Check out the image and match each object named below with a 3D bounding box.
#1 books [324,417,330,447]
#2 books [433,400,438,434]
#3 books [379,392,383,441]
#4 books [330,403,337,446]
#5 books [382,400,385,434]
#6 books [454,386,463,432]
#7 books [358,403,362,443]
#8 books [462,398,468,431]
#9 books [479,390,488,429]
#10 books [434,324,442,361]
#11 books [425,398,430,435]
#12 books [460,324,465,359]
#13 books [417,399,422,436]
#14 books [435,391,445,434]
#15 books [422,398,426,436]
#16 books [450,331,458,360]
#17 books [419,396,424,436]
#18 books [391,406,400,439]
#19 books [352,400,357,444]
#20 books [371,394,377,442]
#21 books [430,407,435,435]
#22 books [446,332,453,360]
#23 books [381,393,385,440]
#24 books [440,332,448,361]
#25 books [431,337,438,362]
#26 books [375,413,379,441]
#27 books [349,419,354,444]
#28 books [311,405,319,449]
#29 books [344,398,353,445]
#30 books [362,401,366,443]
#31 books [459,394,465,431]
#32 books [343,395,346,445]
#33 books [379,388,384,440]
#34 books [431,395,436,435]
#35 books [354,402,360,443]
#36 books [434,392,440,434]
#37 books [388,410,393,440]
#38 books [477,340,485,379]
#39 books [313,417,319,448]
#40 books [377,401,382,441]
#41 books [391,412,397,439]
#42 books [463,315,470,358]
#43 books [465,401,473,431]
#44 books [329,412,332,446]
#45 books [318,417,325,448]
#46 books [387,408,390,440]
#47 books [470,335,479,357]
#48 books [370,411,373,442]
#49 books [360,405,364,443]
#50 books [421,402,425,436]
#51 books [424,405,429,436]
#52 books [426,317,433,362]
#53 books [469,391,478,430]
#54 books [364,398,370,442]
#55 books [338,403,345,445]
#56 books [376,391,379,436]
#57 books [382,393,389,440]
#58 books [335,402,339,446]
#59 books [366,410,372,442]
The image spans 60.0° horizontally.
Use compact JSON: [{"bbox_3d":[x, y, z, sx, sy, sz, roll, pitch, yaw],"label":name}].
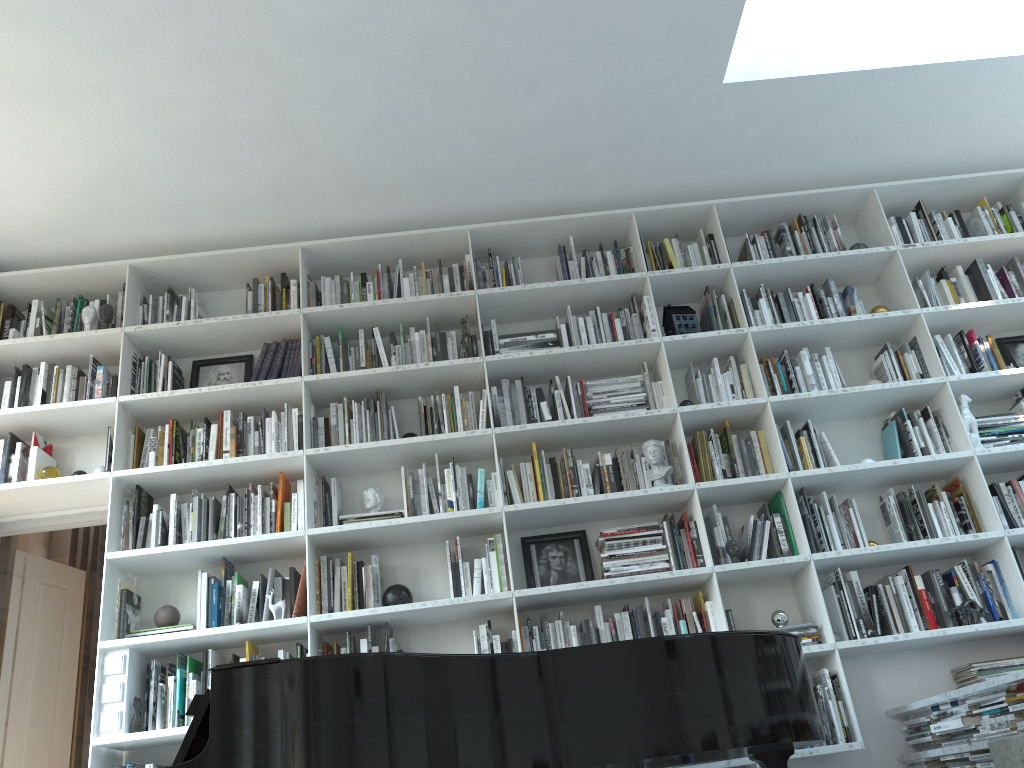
[{"bbox_3d":[-0.858,0.286,4.180,0.024,0.218,0.140,-6,-26,-3],"label":"books"},{"bbox_3d":[-0.352,0.213,4.172,0.006,0.215,0.182,-6,-26,-3],"label":"books"},{"bbox_3d":[-0.610,0.211,4.207,0.005,0.314,0.158,-6,-26,-3],"label":"books"},{"bbox_3d":[-0.825,0.246,4.176,0.026,0.278,0.151,-6,-26,-3],"label":"books"},{"bbox_3d":[-0.593,0.221,4.195,0.004,0.283,0.167,-6,-26,-3],"label":"books"},{"bbox_3d":[-0.247,0.178,4.205,0.022,0.283,0.191,-6,-26,-3],"label":"books"},{"bbox_3d":[-0.703,0.243,4.185,0.010,0.260,0.170,-6,-26,-3],"label":"books"},{"bbox_3d":[-0.217,0.204,4.204,0.011,0.228,0.166,-6,-26,-3],"label":"books"},{"bbox_3d":[-0.134,0.178,4.182,0.064,0.236,0.209,-6,-26,-3],"label":"books"},{"bbox_3d":[-0.354,-0.135,4.379,0.022,0.289,0.147,-6,-26,-3],"label":"books"},{"bbox_3d":[-0.388,0.208,4.175,0.005,0.235,0.179,-6,-26,-3],"label":"books"},{"bbox_3d":[-0.239,-0.145,4.361,0.055,0.262,0.167,-6,-26,-3],"label":"books"},{"bbox_3d":[-0.429,0.218,4.203,0.005,0.253,0.161,-6,-26,-3],"label":"books"},{"bbox_3d":[-0.332,0.193,4.218,0.033,0.286,0.156,-6,-26,-3],"label":"books"},{"bbox_3d":[-0.407,0.213,4.183,0.005,0.239,0.174,-6,-26,-3],"label":"books"},{"bbox_3d":[-0.277,-0.120,4.370,0.024,0.236,0.153,-6,-26,-3],"label":"books"},{"bbox_3d":[-0.421,0.210,4.215,0.012,0.274,0.129,-6,-26,-3],"label":"books"},{"bbox_3d":[-0.539,0.238,4.186,0.031,0.231,0.148,-6,-26,-3],"label":"books"},{"bbox_3d":[-0.724,0.234,4.161,0.009,0.262,0.190,-6,-26,-3],"label":"books"},{"bbox_3d":[-0.642,0.217,4.184,0.011,0.290,0.177,-6,-26,-3],"label":"books"},{"bbox_3d":[-0.369,0.233,4.189,0.011,0.199,0.163,-6,-26,-3],"label":"books"},{"bbox_3d":[-0.299,-0.118,4.352,0.022,0.221,0.161,-6,-26,-3],"label":"books"},{"bbox_3d":[-0.599,0.213,4.202,0.005,0.304,0.163,-6,-26,-3],"label":"books"},{"bbox_3d":[-0.324,-0.114,4.346,0.030,0.216,0.183,-6,-26,-3],"label":"books"},{"bbox_3d":[-0.372,-0.099,4.359,0.024,0.212,0.151,-6,-26,-3],"label":"books"},{"bbox_3d":[-0.626,0.261,4.191,0.012,0.216,0.134,-6,-26,-3],"label":"books"},{"bbox_3d":[-0.737,0.280,4.166,0.029,0.186,0.150,-6,-26,-3],"label":"books"},{"bbox_3d":[-0.923,0.260,4.184,0.012,0.283,0.160,-6,-26,-3],"label":"books"},{"bbox_3d":[-0.762,0.232,4.170,0.010,0.282,0.184,-6,-26,-3],"label":"books"},{"bbox_3d":[-0.683,0.234,4.171,0.009,0.259,0.181,-6,-26,-3],"label":"books"},{"bbox_3d":[-0.229,0.191,4.206,0.010,0.256,0.140,-6,-26,-3],"label":"books"},{"bbox_3d":[-0.774,0.228,4.196,0.011,0.315,0.155,-6,-26,-3],"label":"books"},{"bbox_3d":[-0.606,0.203,4.208,0.005,0.329,0.162,-6,-26,-3],"label":"books"},{"bbox_3d":[-0.363,0.206,4.211,0.009,0.265,0.150,-6,-26,-3],"label":"books"},{"bbox_3d":[-0.713,0.238,4.161,0.012,0.250,0.185,-6,-26,-3],"label":"books"},{"bbox_3d":[-0.350,0.196,4.204,0.005,0.274,0.158,-6,-26,-3],"label":"books"},{"bbox_3d":[-0.562,0.251,4.190,0.012,0.217,0.151,-6,-26,-3],"label":"books"},{"bbox_3d":[-0.154,-0.109,4.378,0.019,0.193,0.098,-6,-26,-3],"label":"books"},{"bbox_3d":[-0.905,0.285,4.153,0.015,0.206,0.187,-6,-26,-3],"label":"books"},{"bbox_3d":[-0.614,0.230,4.184,0.010,0.260,0.159,-6,-26,-3],"label":"books"},{"bbox_3d":[-0.554,0.253,4.187,0.004,0.208,0.132,-6,-26,-3],"label":"books"},{"bbox_3d":[-0.227,-0.164,4.370,0.058,0.301,0.176,-6,-26,-3],"label":"books"},{"bbox_3d":[-0.198,0.208,4.202,0.024,0.215,0.142,-6,-26,-3],"label":"books"},{"bbox_3d":[-0.841,0.268,4.173,0.012,0.239,0.134,-6,-26,-3],"label":"books"},{"bbox_3d":[-0.885,0.286,4.180,0.029,0.224,0.137,-6,-26,-3],"label":"books"},{"bbox_3d":[-0.574,0.247,4.200,0.009,0.235,0.135,-6,-26,-3],"label":"books"},{"bbox_3d":[-0.178,-0.117,4.374,0.028,0.210,0.135,-6,-26,-3],"label":"books"},{"bbox_3d":[-0.649,0.256,4.187,0.011,0.225,0.130,-6,-26,-3],"label":"books"},{"bbox_3d":[-0.692,0.245,4.184,0.011,0.254,0.153,-6,-26,-3],"label":"books"},{"bbox_3d":[-0.411,0.225,4.205,0.005,0.238,0.146,-6,-26,-3],"label":"books"},{"bbox_3d":[-0.396,0.230,4.194,0.013,0.215,0.150,-6,-26,-3],"label":"books"},{"bbox_3d":[-0.396,-0.151,4.361,0.011,0.312,0.184,-6,-26,-3],"label":"books"},{"bbox_3d":[-0.178,0.183,4.204,0.022,0.256,0.155,-6,-26,-3],"label":"books"},{"bbox_3d":[-0.674,0.227,4.181,0.011,0.278,0.170,-6,-26,-3],"label":"books"},{"bbox_3d":[-0.788,0.248,4.172,0.024,0.261,0.178,-6,-26,-3],"label":"books"},{"bbox_3d":[-0.625,0.208,4.203,0.004,0.319,0.153,-6,-26,-3],"label":"books"},{"bbox_3d":[-0.586,0.211,4.180,0.011,0.285,0.189,-6,-26,-3],"label":"books"},{"bbox_3d":[-0.806,0.243,4.173,0.012,0.275,0.158,-6,-26,-3],"label":"books"},{"bbox_3d":[-0.659,0.254,4.160,0.011,0.208,0.182,-6,-26,-3],"label":"books"}]
